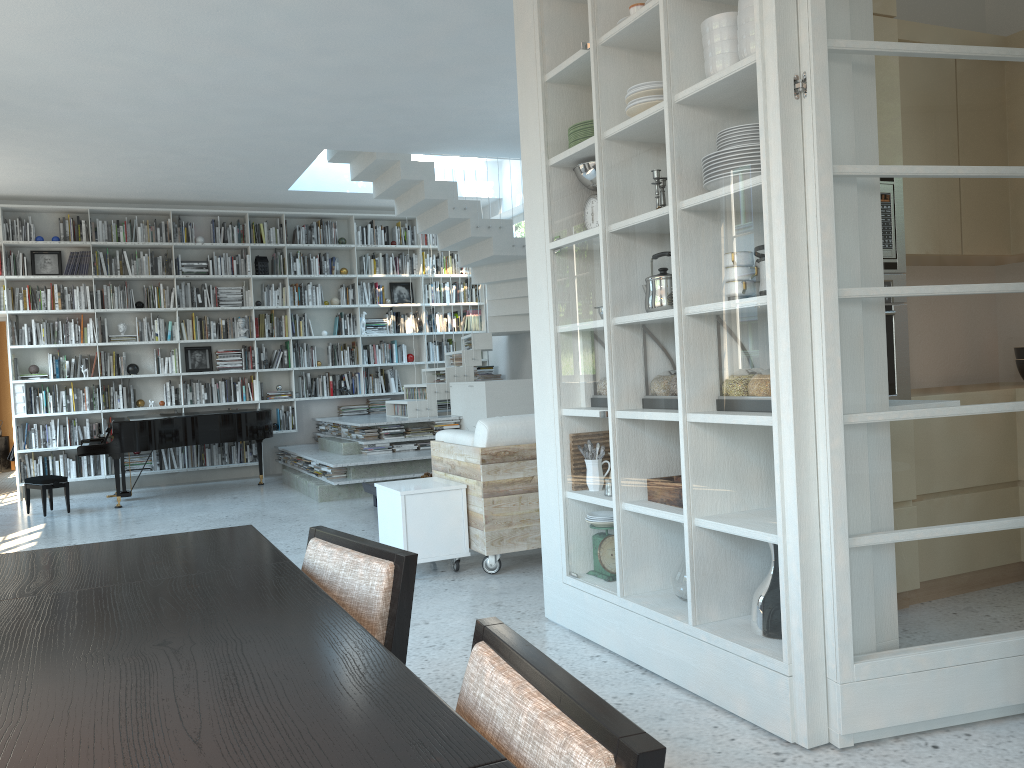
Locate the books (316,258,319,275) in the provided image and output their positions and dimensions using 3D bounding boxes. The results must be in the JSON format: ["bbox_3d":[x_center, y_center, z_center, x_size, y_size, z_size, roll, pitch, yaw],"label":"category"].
[{"bbox_3d":[-2.395,-1.424,10.865,0.011,0.222,0.159,-4,2,-25],"label":"books"}]

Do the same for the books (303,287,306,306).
[{"bbox_3d":[-2.542,-1.056,10.794,0.022,0.237,0.164,-4,2,-25],"label":"books"}]

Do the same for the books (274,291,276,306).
[{"bbox_3d":[-2.862,-1.015,10.646,0.024,0.195,0.173,-4,1,-25],"label":"books"}]

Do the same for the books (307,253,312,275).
[{"bbox_3d":[-2.475,-1.451,10.844,0.013,0.284,0.154,-4,2,-25],"label":"books"}]

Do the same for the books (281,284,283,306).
[{"bbox_3d":[-2.785,-1.061,10.692,0.025,0.277,0.173,-4,2,-25],"label":"books"}]

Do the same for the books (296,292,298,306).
[{"bbox_3d":[-2.627,-1.022,10.771,0.021,0.179,0.136,-4,1,-25],"label":"books"}]

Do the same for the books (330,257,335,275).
[{"bbox_3d":[-2.217,-1.441,10.936,0.054,0.235,0.171,-4,1,-25],"label":"books"}]

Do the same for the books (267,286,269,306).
[{"bbox_3d":[-2.937,-1.038,10.628,0.028,0.250,0.164,-4,2,-25],"label":"books"}]

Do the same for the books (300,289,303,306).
[{"bbox_3d":[-2.582,-1.043,10.791,0.026,0.216,0.161,-4,1,-25],"label":"books"}]

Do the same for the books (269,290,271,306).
[{"bbox_3d":[-2.913,-1.018,10.640,0.023,0.207,0.171,-4,1,-25],"label":"books"}]

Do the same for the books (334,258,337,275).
[{"bbox_3d":[-2.199,-1.433,10.954,0.048,0.216,0.182,-4,1,-25],"label":"books"}]

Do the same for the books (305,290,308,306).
[{"bbox_3d":[-2.524,-1.035,10.812,0.025,0.194,0.171,-4,1,-25],"label":"books"}]

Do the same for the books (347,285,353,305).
[{"bbox_3d":[-2.019,-1.097,11.032,0.016,0.257,0.176,-4,2,-25],"label":"books"}]

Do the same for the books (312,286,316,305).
[{"bbox_3d":[-2.437,-1.066,10.843,0.025,0.245,0.183,-4,1,-25],"label":"books"}]

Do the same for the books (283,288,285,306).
[{"bbox_3d":[-2.762,-1.038,10.684,0.028,0.230,0.176,-4,1,-25],"label":"books"}]

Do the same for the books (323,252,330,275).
[{"bbox_3d":[-2.282,-1.463,10.903,0.029,0.285,0.183,-4,2,-25],"label":"books"}]

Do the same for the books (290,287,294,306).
[{"bbox_3d":[-2.681,-1.050,10.756,0.030,0.242,0.138,-4,2,-25],"label":"books"}]

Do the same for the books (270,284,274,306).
[{"bbox_3d":[-2.874,-1.054,10.628,0.028,0.275,0.187,-4,2,-25],"label":"books"}]

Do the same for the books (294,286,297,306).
[{"bbox_3d":[-2.640,-1.055,10.752,0.014,0.248,0.176,-4,2,-25],"label":"books"}]

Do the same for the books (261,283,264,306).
[{"bbox_3d":[-2.986,-1.053,10.613,0.018,0.285,0.159,-4,2,-25],"label":"books"}]

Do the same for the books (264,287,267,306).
[{"bbox_3d":[-2.955,-1.033,10.626,0.024,0.242,0.159,-4,2,-25],"label":"books"}]

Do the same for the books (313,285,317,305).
[{"bbox_3d":[-2.424,-1.075,10.871,0.024,0.262,0.133,-4,2,-25],"label":"books"}]

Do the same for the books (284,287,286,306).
[{"bbox_3d":[-2.752,-1.043,10.706,0.026,0.238,0.173,-4,1,-25],"label":"books"}]

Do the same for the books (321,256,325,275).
[{"bbox_3d":[-2.336,-1.436,10.888,0.030,0.238,0.185,-4,1,-25],"label":"books"}]

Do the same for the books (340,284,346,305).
[{"bbox_3d":[-2.098,-1.097,11.000,0.015,0.267,0.164,-4,2,-25],"label":"books"}]

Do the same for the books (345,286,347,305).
[{"bbox_3d":[-2.088,-1.086,11.017,0.016,0.244,0.151,-4,2,-25],"label":"books"}]

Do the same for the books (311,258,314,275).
[{"bbox_3d":[-2.456,-1.418,10.852,0.025,0.216,0.144,-4,2,-25],"label":"books"}]

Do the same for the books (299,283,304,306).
[{"bbox_3d":[-2.558,-1.076,10.780,0.014,0.280,0.177,-4,2,-25],"label":"books"}]

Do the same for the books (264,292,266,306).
[{"bbox_3d":[-2.962,-1.004,10.600,0.028,0.185,0.181,-4,1,-25],"label":"books"}]

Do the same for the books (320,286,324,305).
[{"bbox_3d":[-2.346,-1.076,10.904,0.034,0.254,0.161,-4,2,-25],"label":"books"}]

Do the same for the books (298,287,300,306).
[{"bbox_3d":[-2.599,-1.052,10.780,0.013,0.236,0.157,-4,2,-25],"label":"books"}]

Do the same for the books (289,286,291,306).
[{"bbox_3d":[-2.710,-1.053,10.717,0.028,0.251,0.190,-4,1,-25],"label":"books"}]

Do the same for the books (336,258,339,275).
[{"bbox_3d":[-2.174,-1.441,10.985,0.026,0.229,0.140,-4,2,-25],"label":"books"}]

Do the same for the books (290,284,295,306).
[{"bbox_3d":[-2.660,-1.070,10.761,0.014,0.278,0.154,-4,2,-25],"label":"books"}]

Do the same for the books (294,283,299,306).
[{"bbox_3d":[-2.621,-1.075,10.792,0.014,0.284,0.135,-4,2,-25],"label":"books"}]

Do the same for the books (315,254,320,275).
[{"bbox_3d":[-2.386,-1.446,10.871,0.012,0.265,0.156,-4,2,-25],"label":"books"}]

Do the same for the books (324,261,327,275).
[{"bbox_3d":[-2.310,-1.409,10.905,0.027,0.181,0.176,-4,1,-25],"label":"books"}]

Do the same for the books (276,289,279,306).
[{"bbox_3d":[-2.828,-1.025,10.665,0.029,0.211,0.157,-4,1,-25],"label":"books"}]

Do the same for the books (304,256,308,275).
[{"bbox_3d":[-2.523,-1.426,10.803,0.027,0.241,0.160,-4,2,-25],"label":"books"}]

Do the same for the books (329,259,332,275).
[{"bbox_3d":[-2.259,-1.428,10.930,0.030,0.213,0.156,-4,1,-25],"label":"books"}]

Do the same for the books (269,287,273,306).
[{"bbox_3d":[-2.898,-1.033,10.641,0.023,0.236,0.178,-4,1,-25],"label":"books"}]

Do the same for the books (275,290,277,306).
[{"bbox_3d":[-2.846,-1.016,10.656,0.027,0.196,0.185,-4,1,-25],"label":"books"}]

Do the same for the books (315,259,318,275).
[{"bbox_3d":[-2.403,-1.417,10.846,0.021,0.209,0.181,-4,1,-25],"label":"books"}]

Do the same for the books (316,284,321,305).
[{"bbox_3d":[-2.372,-1.083,10.867,0.024,0.272,0.169,-4,2,-25],"label":"books"}]

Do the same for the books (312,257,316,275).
[{"bbox_3d":[-2.430,-1.430,10.850,0.023,0.237,0.149,-4,2,-25],"label":"books"}]

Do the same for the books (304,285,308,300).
[{"bbox_3d":[-2.511,-1.068,10.824,0.011,0.257,0.131,-4,2,-25],"label":"books"}]

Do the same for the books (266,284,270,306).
[{"bbox_3d":[-2.925,-1.052,10.635,0.019,0.275,0.146,-4,2,-25],"label":"books"}]

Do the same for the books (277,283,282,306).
[{"bbox_3d":[-2.801,-1.068,10.687,0.028,0.293,0.154,-4,2,-25],"label":"books"}]

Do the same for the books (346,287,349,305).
[{"bbox_3d":[-2.063,-1.080,11.030,0.016,0.228,0.160,-4,2,-25],"label":"books"}]

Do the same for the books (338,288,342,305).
[{"bbox_3d":[-2.133,-1.072,11.004,0.015,0.220,0.140,-4,2,-25],"label":"books"}]

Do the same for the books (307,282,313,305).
[{"bbox_3d":[-2.468,-1.089,10.845,0.027,0.295,0.159,-4,2,-25],"label":"books"}]

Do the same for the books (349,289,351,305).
[{"bbox_3d":[-2.035,-1.068,11.036,0.013,0.202,0.173,-4,1,-25],"label":"books"}]

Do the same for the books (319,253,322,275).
[{"bbox_3d":[-2.364,-1.458,10.896,0.012,0.285,0.159,-4,2,-25],"label":"books"}]

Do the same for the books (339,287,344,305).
[{"bbox_3d":[-2.114,-1.079,11.006,0.012,0.232,0.154,-4,2,-25],"label":"books"}]

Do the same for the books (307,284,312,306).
[{"bbox_3d":[-2.483,-1.072,10.811,0.030,0.263,0.182,-4,2,-25],"label":"books"}]

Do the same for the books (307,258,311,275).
[{"bbox_3d":[-2.494,-1.419,10.840,0.028,0.223,0.142,-4,2,-25],"label":"books"}]

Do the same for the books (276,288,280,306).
[{"bbox_3d":[-2.814,-1.037,10.679,0.024,0.234,0.149,-4,2,-25],"label":"books"}]

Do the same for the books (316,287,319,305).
[{"bbox_3d":[-2.397,-1.062,10.868,0.021,0.232,0.183,-4,1,-25],"label":"books"}]
